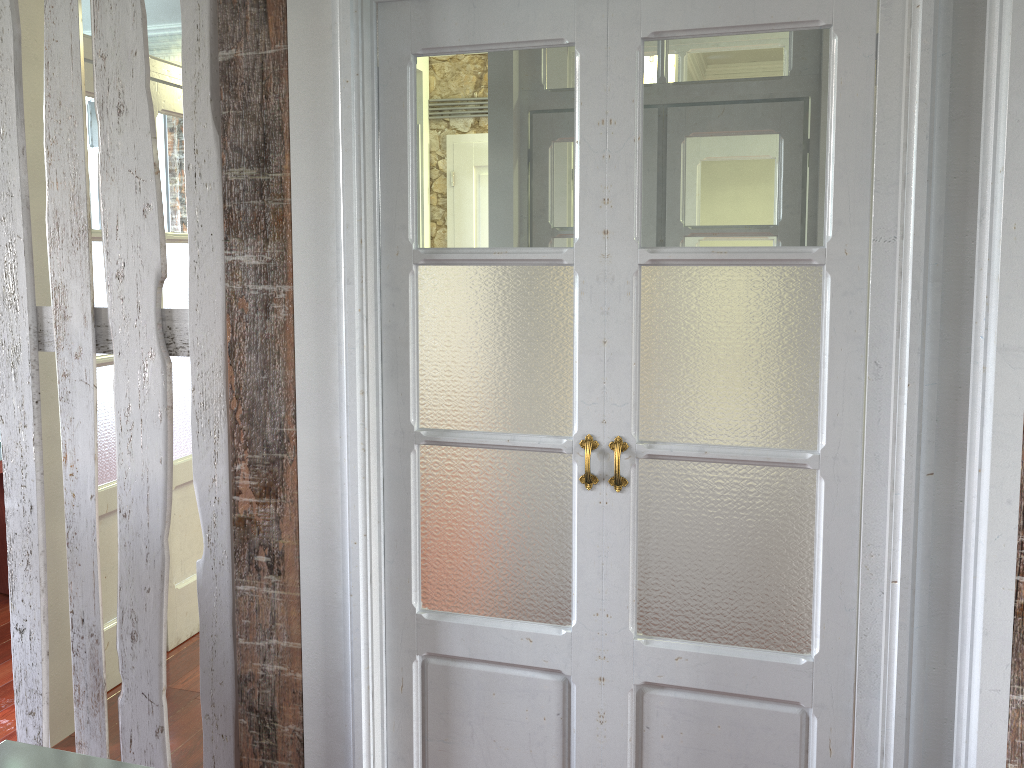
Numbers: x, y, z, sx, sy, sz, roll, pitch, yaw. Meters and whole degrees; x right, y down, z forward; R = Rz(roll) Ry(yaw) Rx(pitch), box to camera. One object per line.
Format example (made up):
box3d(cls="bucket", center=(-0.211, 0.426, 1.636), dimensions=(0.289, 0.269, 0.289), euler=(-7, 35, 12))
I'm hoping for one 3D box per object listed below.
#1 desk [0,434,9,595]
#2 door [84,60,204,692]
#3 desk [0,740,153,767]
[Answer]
box3d(cls="desk", center=(-2.728, 0.545, 4.526), dimensions=(1.446, 0.650, 1.722), euler=(2, 8, 16))
box3d(cls="door", center=(-1.352, -0.045, 3.313), dimensions=(0.041, 2.168, 1.063), euler=(1, 6, 16))
box3d(cls="desk", center=(-1.812, 1.003, 1.102), dimensions=(2.508, 0.724, 1.308), euler=(2, 8, 16))
